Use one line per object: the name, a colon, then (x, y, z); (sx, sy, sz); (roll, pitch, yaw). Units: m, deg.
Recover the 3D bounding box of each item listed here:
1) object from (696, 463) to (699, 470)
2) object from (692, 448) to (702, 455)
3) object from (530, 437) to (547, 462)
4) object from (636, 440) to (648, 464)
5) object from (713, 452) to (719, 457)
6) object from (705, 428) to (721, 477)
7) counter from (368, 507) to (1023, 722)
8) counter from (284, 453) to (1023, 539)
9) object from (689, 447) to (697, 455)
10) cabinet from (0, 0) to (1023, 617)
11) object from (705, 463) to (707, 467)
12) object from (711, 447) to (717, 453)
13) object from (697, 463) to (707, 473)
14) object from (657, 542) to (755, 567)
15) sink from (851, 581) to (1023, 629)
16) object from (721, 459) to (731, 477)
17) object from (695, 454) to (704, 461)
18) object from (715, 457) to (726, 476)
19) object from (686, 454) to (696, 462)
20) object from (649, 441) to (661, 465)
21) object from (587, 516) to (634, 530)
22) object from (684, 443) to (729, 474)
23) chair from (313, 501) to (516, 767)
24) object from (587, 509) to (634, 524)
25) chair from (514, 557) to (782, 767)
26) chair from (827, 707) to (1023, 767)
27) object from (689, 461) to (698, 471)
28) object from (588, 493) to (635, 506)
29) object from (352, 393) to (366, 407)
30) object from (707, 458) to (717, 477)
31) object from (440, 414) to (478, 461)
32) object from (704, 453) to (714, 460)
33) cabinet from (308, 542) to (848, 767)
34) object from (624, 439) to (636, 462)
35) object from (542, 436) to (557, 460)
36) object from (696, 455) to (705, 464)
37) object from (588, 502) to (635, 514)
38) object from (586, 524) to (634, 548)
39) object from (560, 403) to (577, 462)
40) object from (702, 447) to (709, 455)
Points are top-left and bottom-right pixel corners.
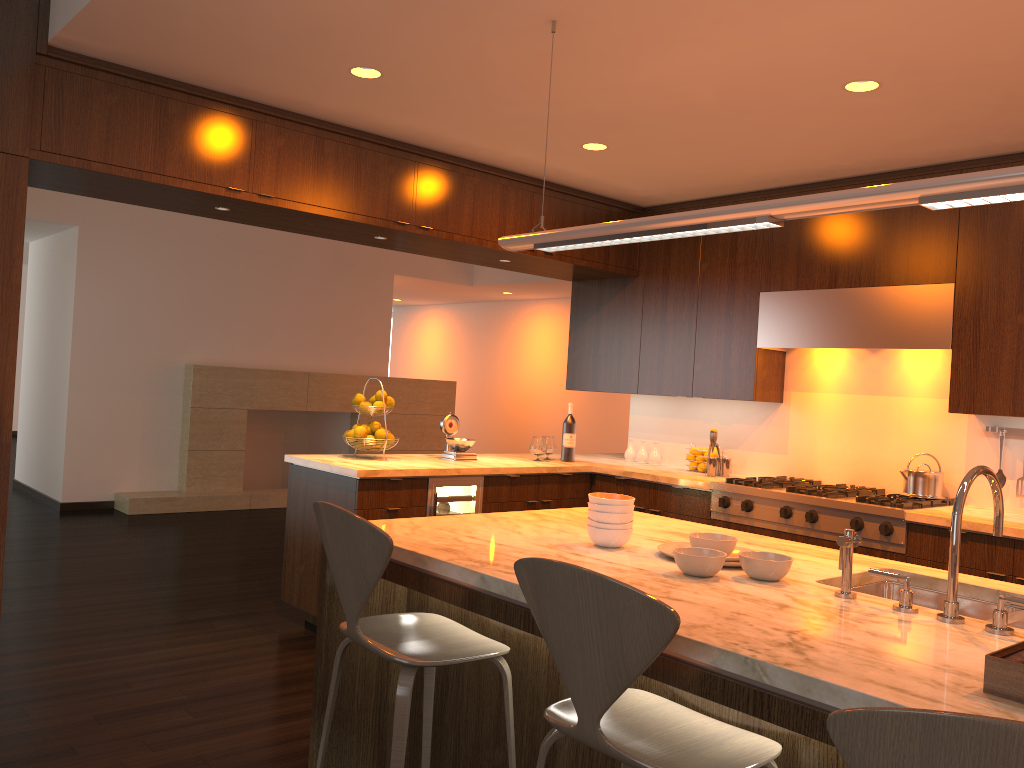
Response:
object: (1.146, 0.514, 5.525); (0.061, 0.053, 0.053); (3, 0, 34)
object: (1.141, 0.417, 5.458); (0.063, 0.051, 0.053); (3, 0, 39)
object: (0.167, 0.409, 5.583); (0.112, 0.151, 0.112); (4, 0, -23)
object: (0.870, 0.452, 5.913); (0.079, 0.154, 0.079); (3, 0, 32)
object: (1.252, 0.435, 5.447); (0.051, 0.053, 0.063); (3, 0, 5)
object: (1.178, 0.401, 5.232); (0.101, 0.288, 0.088); (4, 0, -11)
counter: (0.788, 0.529, 2.131); (1.280, 0.038, 2.711); (4, 0, -41)
counter: (1.113, 0.558, 4.639); (3.187, 0.038, 3.616); (4, 0, -41)
object: (1.130, 0.420, 5.510); (0.052, 0.060, 0.057); (4, 0, -20)
cabinet: (0.895, -0.065, 3.140); (7.728, 2.997, 5.521); (4, 0, -41)
object: (1.202, 0.490, 5.391); (0.061, 0.054, 0.052); (4, 0, -31)
object: (1.265, 0.423, 5.513); (0.050, 0.060, 0.059); (4, 0, -8)
object: (1.169, 0.514, 5.438); (0.064, 0.063, 0.074); (3, 0, 12)
object: (0.569, 0.488, 2.523); (0.309, 0.021, 0.310); (4, 0, -41)
sink: (1.171, 0.659, 2.134); (0.457, 0.176, 0.813); (4, 0, -41)
object: (1.261, 0.497, 5.240); (0.060, 0.106, 0.060); (4, 0, -9)
object: (1.164, 0.460, 5.504); (0.064, 0.053, 0.051); (4, 0, -5)
object: (1.246, 0.496, 5.314); (0.060, 0.106, 0.060); (4, 0, -9)
object: (1.109, 0.458, 5.488); (0.053, 0.051, 0.063); (4, 0, -39)
object: (0.941, 0.456, 5.828); (0.079, 0.154, 0.079); (3, 0, 32)
object: (0.291, 0.428, 2.633); (0.140, 0.068, 0.139); (3, 0, 32)
object: (1.201, 0.460, 5.486); (0.189, 0.175, 0.207); (4, 0, -43)
chair: (-0.290, 0.838, 2.384); (0.506, 1.047, 0.520); (4, 0, -36)
object: (0.292, 0.406, 2.633); (0.139, 0.062, 0.140); (4, 0, -41)
chair: (0.260, 0.869, 1.813); (0.506, 1.047, 0.520); (4, 0, -41)
chair: (0.624, 0.889, 1.158); (0.520, 1.047, 0.506); (3, 0, 24)
object: (1.120, 0.506, 5.474); (0.060, 0.057, 0.052); (4, 0, -6)
object: (0.294, 0.363, 2.634); (0.139, 0.062, 0.140); (4, 0, -32)
object: (-0.873, 0.094, 5.055); (0.075, 0.079, 0.077); (4, 0, -32)
object: (1.175, 0.491, 5.218); (0.060, 0.106, 0.060); (4, 0, -9)
object: (-0.321, 0.321, 5.328); (0.191, 0.266, 0.231); (4, 0, -38)
object: (1.202, 0.443, 5.418); (0.061, 0.052, 0.053); (3, 0, 5)
cabinet: (0.760, 0.985, 2.129); (1.281, 0.876, 2.713); (4, 0, -41)
object: (0.801, 0.448, 5.996); (0.079, 0.154, 0.079); (3, 0, 32)
object: (0.232, 0.414, 5.723); (0.112, 0.151, 0.112); (4, 0, -23)
object: (1.156, 0.462, 5.448); (0.062, 0.053, 0.052); (4, 0, -36)
object: (0.293, 0.384, 2.633); (0.140, 0.064, 0.139); (3, 0, 23)
object: (0.289, 0.452, 2.634); (0.140, 0.059, 0.139); (3, 0, 40)
object: (0.367, 0.308, 5.680); (0.095, 0.378, 0.094); (4, 0, -16)
object: (1.194, 0.417, 5.485); (0.051, 0.053, 0.063); (4, 0, -7)
